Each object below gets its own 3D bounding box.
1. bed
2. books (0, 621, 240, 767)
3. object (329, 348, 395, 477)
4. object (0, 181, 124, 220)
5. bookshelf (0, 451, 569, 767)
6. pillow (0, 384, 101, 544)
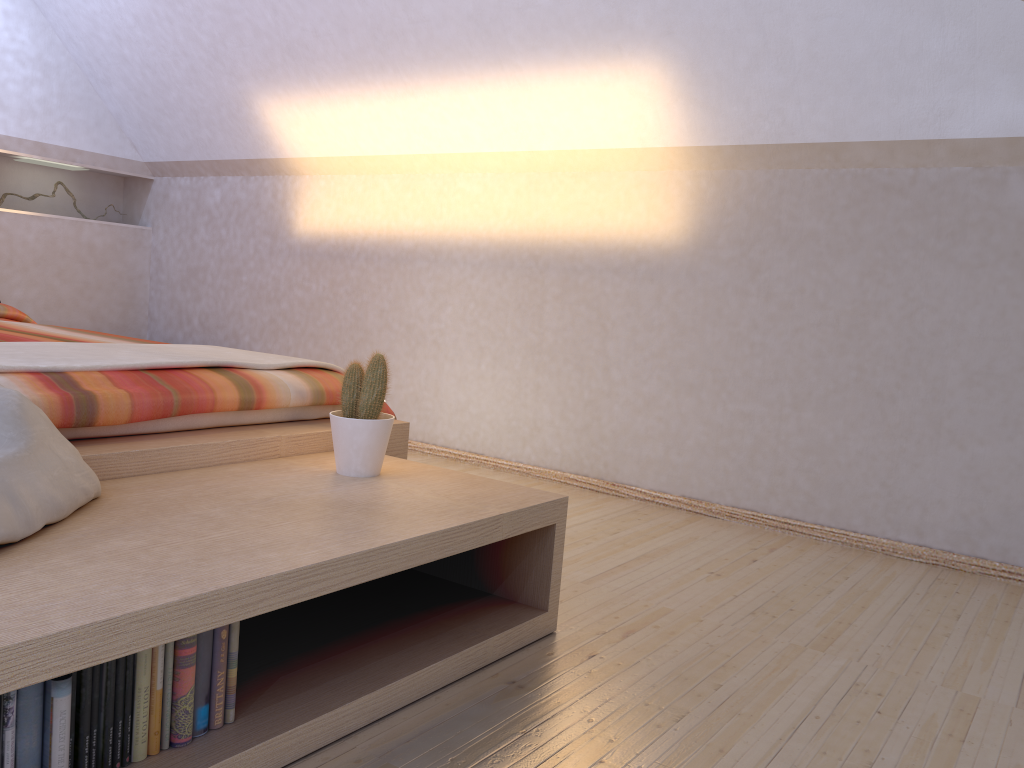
[{"bbox_3d":[-2.045,-0.185,2.491,3.009,0.994,2.087,8,7,34],"label":"bed"},{"bbox_3d":[-0.641,0.414,1.091,0.157,0.193,0.652,8,7,34],"label":"books"},{"bbox_3d":[-0.333,0.061,1.974,0.144,0.294,0.144,2,6,-31],"label":"object"},{"bbox_3d":[-2.442,-0.987,4.723,0.085,0.193,0.905,9,7,34],"label":"object"},{"bbox_3d":[-0.574,0.378,1.505,0.643,0.303,1.495,8,7,34],"label":"bookshelf"},{"bbox_3d":[-0.937,0.096,1.356,0.470,0.241,0.498,5,5,-1],"label":"pillow"}]
